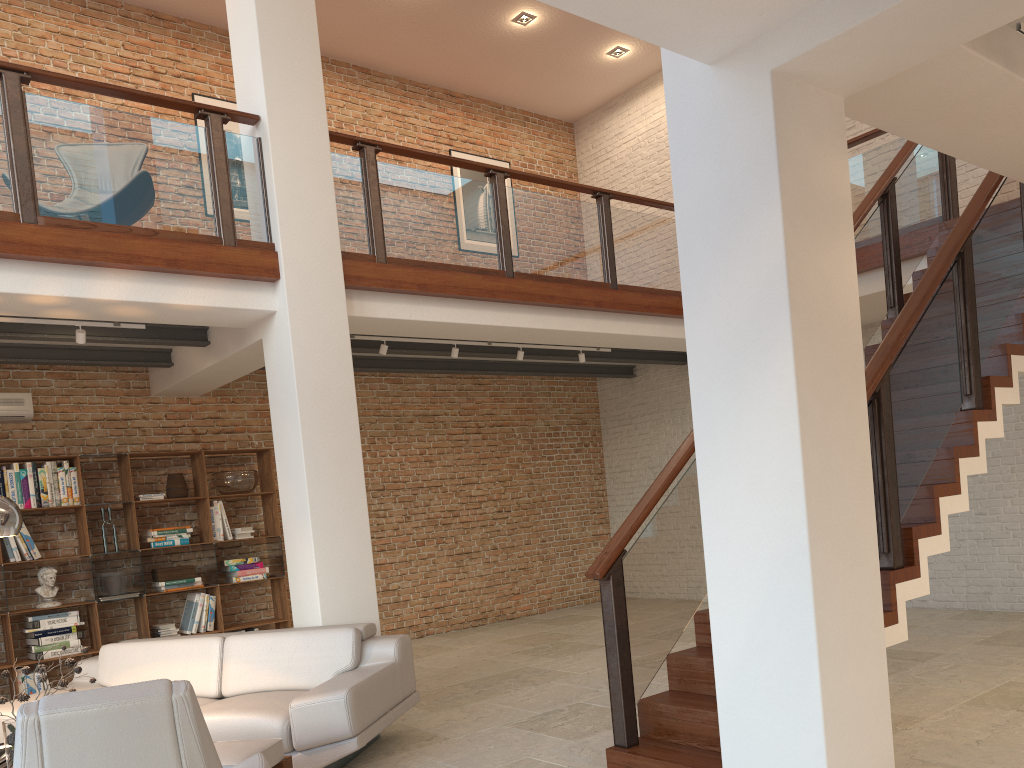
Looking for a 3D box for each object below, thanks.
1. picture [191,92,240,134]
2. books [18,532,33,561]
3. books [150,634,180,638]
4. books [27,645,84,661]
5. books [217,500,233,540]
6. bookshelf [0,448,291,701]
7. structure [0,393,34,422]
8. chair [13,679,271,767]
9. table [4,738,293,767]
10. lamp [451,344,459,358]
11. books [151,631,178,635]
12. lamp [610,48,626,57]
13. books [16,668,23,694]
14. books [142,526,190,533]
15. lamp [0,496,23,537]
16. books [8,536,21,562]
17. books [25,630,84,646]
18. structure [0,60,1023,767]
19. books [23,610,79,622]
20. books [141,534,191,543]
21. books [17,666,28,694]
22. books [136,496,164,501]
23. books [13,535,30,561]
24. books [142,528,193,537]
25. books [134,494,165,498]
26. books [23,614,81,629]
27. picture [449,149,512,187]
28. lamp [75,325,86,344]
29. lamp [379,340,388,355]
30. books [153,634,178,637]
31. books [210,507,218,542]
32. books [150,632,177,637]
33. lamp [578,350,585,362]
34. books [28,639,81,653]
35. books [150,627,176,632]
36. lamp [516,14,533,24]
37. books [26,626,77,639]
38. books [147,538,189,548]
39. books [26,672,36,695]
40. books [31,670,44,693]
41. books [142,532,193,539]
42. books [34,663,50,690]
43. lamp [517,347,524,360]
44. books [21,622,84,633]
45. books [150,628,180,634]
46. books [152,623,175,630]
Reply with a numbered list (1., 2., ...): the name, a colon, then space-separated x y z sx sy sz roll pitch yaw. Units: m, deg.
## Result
1. picture: -2.687 -2.216 8.748 0.906 1.193 0.028 -5 1 -39
2. books: -4.102 1.303 7.256 0.123 0.348 0.275 -7 0 -39
3. books: -3.173 2.311 7.982 0.239 0.019 0.170 -12 -10 39
4. books: -3.866 2.270 7.382 0.378 0.064 0.247 2 -10 -44
5. books: -2.778 1.306 8.324 0.100 0.383 0.246 -7 1 -39
6. bookshelf: -3.512 1.725 7.679 3.015 2.191 0.368 -2 0 -39
7. structure: -4.416 0.194 7.175 0.808 0.218 0.202 0 -5 -39
8. chair: -1.269 1.438 2.889 1.021 1.012 0.982 -4 -3 -22
9. table: -2.295 1.930 3.680 2.215 0.427 1.978 -7 -8 12
10. lamp: -0.501 -0.284 7.640 0.060 0.128 0.087 -6 0 -37
11. books: -3.177 2.271 7.971 0.155 0.008 0.246 2 -11 -43
12. lamp: 1.198 -3.766 9.859 0.123 0.055 0.125 -1 -8 -39
13. books: -4.085 2.536 7.209 0.036 0.382 0.246 -8 1 -39
14. books: -3.173 1.333 7.990 0.354 0.020 0.276 1 -10 -40
15. lamp: -3.434 1.178 4.338 2.031 2.347 0.318 -5 2 -2
16. books: -4.150 1.283 7.194 0.102 0.382 0.246 -7 1 -39
17. books: -3.871 2.151 7.385 0.247 0.064 0.378 -11 -9 37
18. structure: 1.618 -0.371 3.252 10.097 4.117 14.047 0 -9 -39
19. books: -3.904 1.961 7.383 0.377 0.036 0.247 1 -10 -39
20. books: -3.176 1.416 7.984 0.377 0.036 0.247 1 -10 -39
21. books: -4.066 2.539 7.244 0.036 0.382 0.246 -8 1 -39
22. books: -3.261 1.034 7.850 0.205 0.033 0.134 1 -9 -39
23. books: -4.113 1.302 7.236 0.123 0.348 0.275 -7 0 -39
24. books: -3.156 1.358 7.977 0.378 0.036 0.247 2 -11 -45
25. books: -3.273 1.009 7.850 0.173 0.019 0.235 -13 -11 43
26. books: -3.898 2.013 7.392 0.378 0.064 0.247 2 -10 -44
27. picture: -0.331 -2.181 10.635 0.906 1.193 0.028 -5 1 -39
28. lamp: -2.854 -0.324 5.768 0.060 0.115 0.095 -6 -1 -32
29. lamp: -1.060 -0.292 7.189 0.087 0.129 0.059 -6 1 21
30. books: -3.175 2.296 7.972 0.155 0.008 0.246 2 -11 -43
31. books: -2.863 1.328 8.226 0.055 0.329 0.257 -7 0 -39
32. books: -3.184 2.282 7.961 0.161 0.017 0.255 2 -11 -43
33. lamp: 0.687 -0.267 8.583 0.059 0.128 0.087 -5 -1 11
34. books: -3.884 2.213 7.393 0.360 0.055 0.286 0 -9 -36
35. books: -3.188 2.238 7.959 0.161 0.017 0.255 1 -10 -39
36. lamp: 0.126 -3.782 9.001 0.123 0.055 0.125 -1 -8 -39
37. books: -3.891 2.088 7.356 0.325 0.055 0.258 2 -10 -44
38. books: -3.150 1.461 7.992 0.325 0.055 0.258 -1 -9 -29
39. books: -4.022 2.565 7.268 0.057 0.329 0.257 -7 0 -39
40. books: -3.975 2.563 7.298 0.055 0.329 0.257 -7 0 -39
41. books: -3.160 1.387 7.984 0.247 0.018 0.378 -13 -11 43
42. books: -3.943 2.540 7.353 0.078 0.384 0.246 -7 1 -39
43. lamp: 0.077 -0.275 8.103 0.060 0.128 0.087 -6 0 -37
44. books: -3.890 2.053 7.374 0.442 0.020 0.276 1 -10 -39
45. books: -3.178 2.258 7.980 0.239 0.019 0.170 -13 -11 44
46. books: -3.183 2.214 7.969 0.132 0.033 0.208 1 -10 -43
